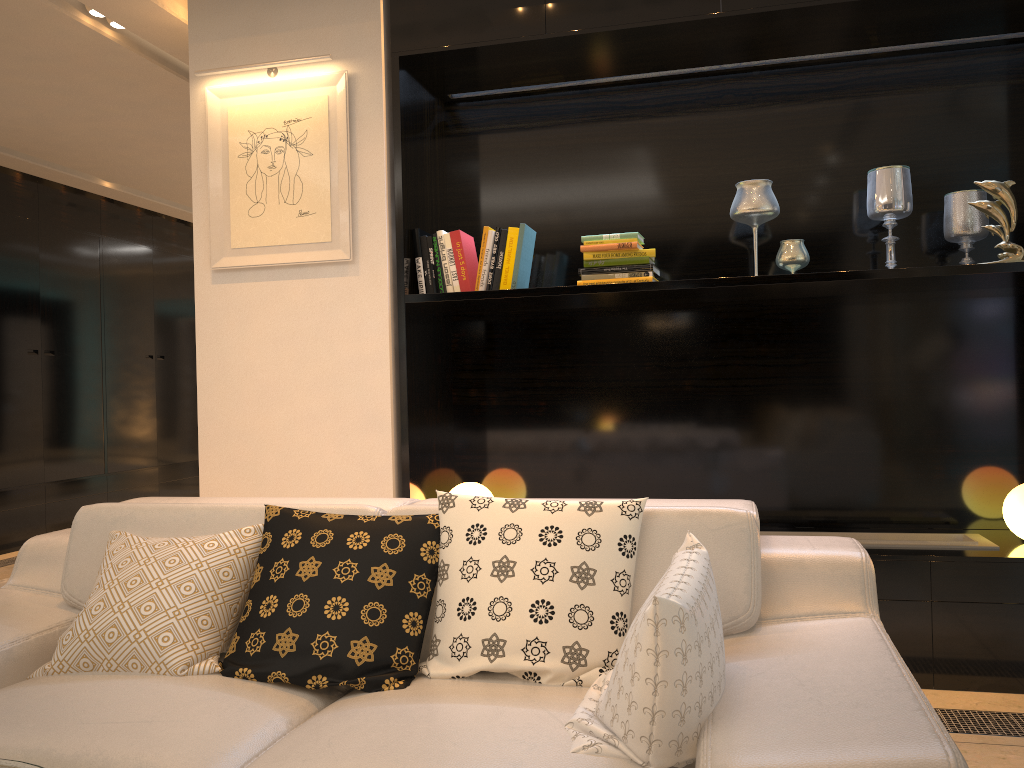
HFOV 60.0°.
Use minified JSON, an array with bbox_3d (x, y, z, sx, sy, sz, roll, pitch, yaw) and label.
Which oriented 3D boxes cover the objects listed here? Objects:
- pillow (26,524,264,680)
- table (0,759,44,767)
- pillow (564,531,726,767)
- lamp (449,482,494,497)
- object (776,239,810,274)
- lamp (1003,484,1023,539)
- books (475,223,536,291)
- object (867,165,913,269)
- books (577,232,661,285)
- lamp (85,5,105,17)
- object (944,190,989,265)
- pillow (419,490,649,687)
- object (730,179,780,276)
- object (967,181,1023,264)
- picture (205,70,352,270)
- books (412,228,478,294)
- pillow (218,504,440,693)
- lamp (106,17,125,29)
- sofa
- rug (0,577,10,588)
[{"bbox_3d":[-0.866,0.522,2.141,0.521,0.329,0.351,-2,0,14],"label":"pillow"},{"bbox_3d":[-0.898,0.762,0.091,0.999,0.565,2.140,-2,0,13],"label":"table"},{"bbox_3d":[0.256,0.469,1.659,0.281,0.325,0.521,-2,0,23],"label":"pillow"},{"bbox_3d":[-0.171,0.507,3.621,0.212,0.214,0.213,-1,0,-37],"label":"lamp"},{"bbox_3d":[1.043,-0.454,3.295,0.119,0.154,0.119,-2,0,24],"label":"object"},{"bbox_3d":[1.851,0.452,3.126,0.213,0.214,0.212,-1,0,-26],"label":"lamp"},{"bbox_3d":[-0.025,-0.479,3.486,0.210,0.261,0.212,-2,0,14],"label":"books"},{"bbox_3d":[1.415,-0.587,3.319,0.156,0.426,0.156,-2,0,19],"label":"object"},{"bbox_3d":[0.412,-0.461,3.404,0.296,0.197,0.260,-2,0,16],"label":"books"},{"bbox_3d":[-1.752,-1.625,3.757,0.107,0.127,0.107,-1,0,-5],"label":"lamp"},{"bbox_3d":[1.666,-0.539,3.251,0.147,0.317,0.147,-2,0,16],"label":"object"},{"bbox_3d":[0.034,0.449,1.975,0.526,0.399,0.255,-2,0,14],"label":"pillow"},{"bbox_3d":[0.916,-0.564,3.338,0.181,0.381,0.181,-2,0,8],"label":"object"},{"bbox_3d":[1.649,-0.542,3.001,0.182,0.293,0.116,-2,0,11],"label":"object"},{"bbox_3d":[-0.912,-0.826,3.464,0.610,0.729,0.027,-2,0,14],"label":"picture"},{"bbox_3d":[-0.251,-0.477,3.537,0.240,0.270,0.208,-2,0,14],"label":"books"},{"bbox_3d":[-0.420,0.475,2.042,0.524,0.355,0.323,-2,0,14],"label":"pillow"},{"bbox_3d":[-1.721,-1.625,3.882,0.107,0.127,0.107,-1,0,-5],"label":"lamp"},{"bbox_3d":[-0.366,0.679,1.982,2.328,0.754,1.145,-2,0,14],"label":"sofa"},{"bbox_3d":[-1.790,1.109,6.675,1.526,0.015,5.025,-2,0,14],"label":"rug"}]
